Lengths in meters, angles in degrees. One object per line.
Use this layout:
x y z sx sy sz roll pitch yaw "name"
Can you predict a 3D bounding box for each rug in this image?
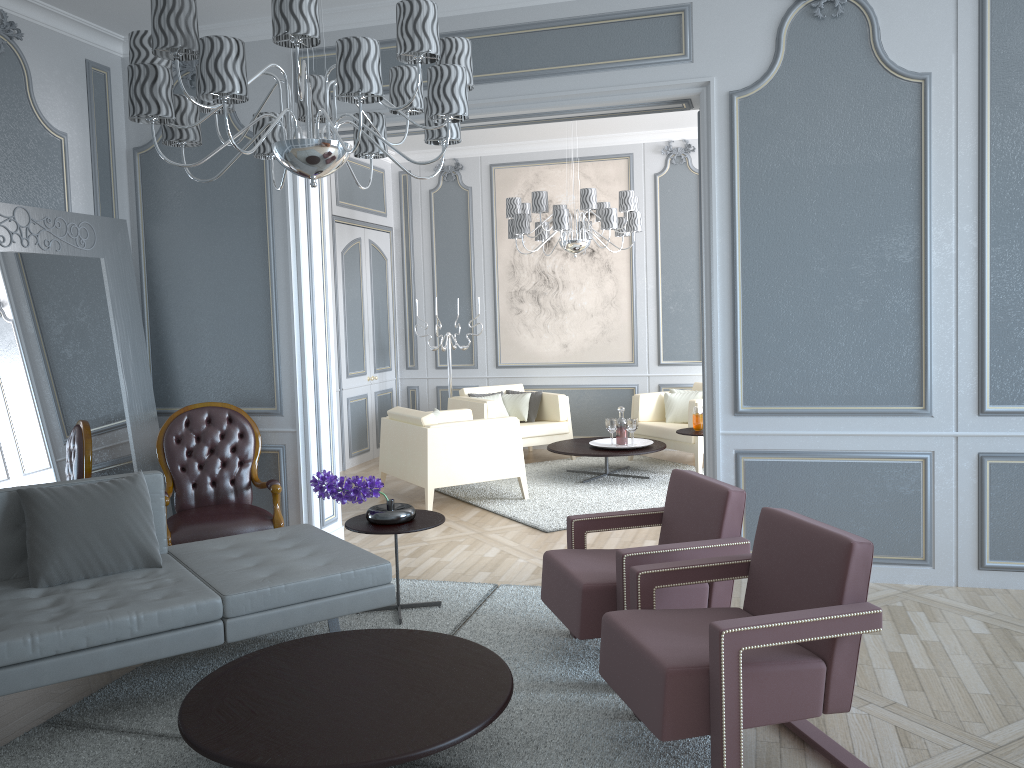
0.572 0.711 6.333 2.001 0.010 2.001 -4 5 -29 "rug"
-0.483 1.047 2.480 2.018 0.010 3.208 -1 5 15 "rug"

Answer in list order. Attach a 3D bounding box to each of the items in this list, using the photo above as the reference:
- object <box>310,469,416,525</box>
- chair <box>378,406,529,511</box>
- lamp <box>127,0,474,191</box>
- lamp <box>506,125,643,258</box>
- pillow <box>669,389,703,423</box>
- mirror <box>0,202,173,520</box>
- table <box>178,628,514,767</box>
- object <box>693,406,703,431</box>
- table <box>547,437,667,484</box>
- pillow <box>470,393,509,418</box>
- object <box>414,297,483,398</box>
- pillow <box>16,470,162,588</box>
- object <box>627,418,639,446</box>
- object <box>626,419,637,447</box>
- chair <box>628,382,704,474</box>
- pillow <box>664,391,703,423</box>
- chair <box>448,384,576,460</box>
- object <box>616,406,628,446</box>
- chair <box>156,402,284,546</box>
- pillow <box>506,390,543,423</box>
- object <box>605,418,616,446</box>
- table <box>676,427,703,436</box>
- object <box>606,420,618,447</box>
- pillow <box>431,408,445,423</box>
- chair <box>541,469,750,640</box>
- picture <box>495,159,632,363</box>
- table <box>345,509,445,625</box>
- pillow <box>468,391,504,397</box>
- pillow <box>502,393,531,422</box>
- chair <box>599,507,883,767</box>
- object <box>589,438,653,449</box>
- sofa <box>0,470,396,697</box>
-0.610 0.459 3.643 0.425 0.221 0.206 -3 4 -15 "object"
-0.421 0.461 6.011 0.737 0.620 0.855 -4 5 -29 "chair"
-0.615 -1.144 2.616 0.976 1.118 0.977 -2 4 4 "lamp"
0.440 -1.477 6.434 0.976 1.118 0.977 -2 4 4 "lamp"
1.437 0.182 7.159 0.351 0.276 0.184 0 4 21 "pillow"
-2.110 0.085 4.036 0.251 1.790 1.402 -1 4 16 "mirror"
-0.433 0.936 2.413 0.882 0.239 0.883 1 5 33 "table"
1.289 0.240 6.145 0.075 0.165 0.075 -1 4 5 "object"
0.704 0.572 6.596 0.882 0.239 0.883 -1 5 13 "table"
-0.179 0.215 7.370 0.312 0.245 0.163 -5 5 -40 "pillow"
-0.537 -0.051 7.694 0.447 1.384 0.447 -4 4 -30 "object"
-1.471 0.516 3.107 0.422 0.353 0.253 -5 5 -37 "pillow"
0.891 0.351 6.517 0.080 0.196 0.080 -2 4 -1 "object"
0.869 0.358 6.436 0.080 0.196 0.080 -2 4 -1 "object"
1.458 0.324 7.014 0.737 0.620 0.855 -4 5 -29 "chair"
1.376 0.188 7.095 0.312 0.245 0.163 -1 4 10 "pillow"
-0.029 0.338 7.427 0.855 0.620 0.737 -4 5 -29 "chair"
0.804 0.308 6.502 0.086 0.290 0.086 1 4 36 "object"
-1.438 0.520 4.305 0.573 0.827 0.575 -4 4 -24 "chair"
0.076 0.195 7.532 0.351 0.276 0.184 1 5 31 "pillow"
0.733 0.353 6.551 0.080 0.196 0.080 -2 4 -1 "object"
1.349 0.515 6.135 0.414 0.384 0.414 -4 5 -27 "table"
0.730 0.361 6.453 0.080 0.196 0.080 -1 4 19 "object"
-0.521 0.327 6.096 0.182 0.285 0.361 0 4 21 "pillow"
0.446 0.655 3.120 0.606 0.619 0.577 -3 4 -14 "chair"
0.451 -1.066 7.877 1.199 1.749 0.001 -1 4 16 "picture"
-0.478 0.755 3.689 0.414 0.384 0.415 -2 4 3 "table"
-0.189 0.209 7.458 0.351 0.276 0.184 -4 4 -29 "pillow"
0.004 0.200 7.480 0.312 0.245 0.163 0 4 20 "pillow"
0.593 0.704 2.434 0.606 0.619 0.577 -3 4 -14 "chair"
0.800 0.442 6.502 0.468 0.028 0.468 1 5 28 "object"
-1.550 0.712 2.848 2.205 0.667 0.810 -5 5 -34 "sofa"
